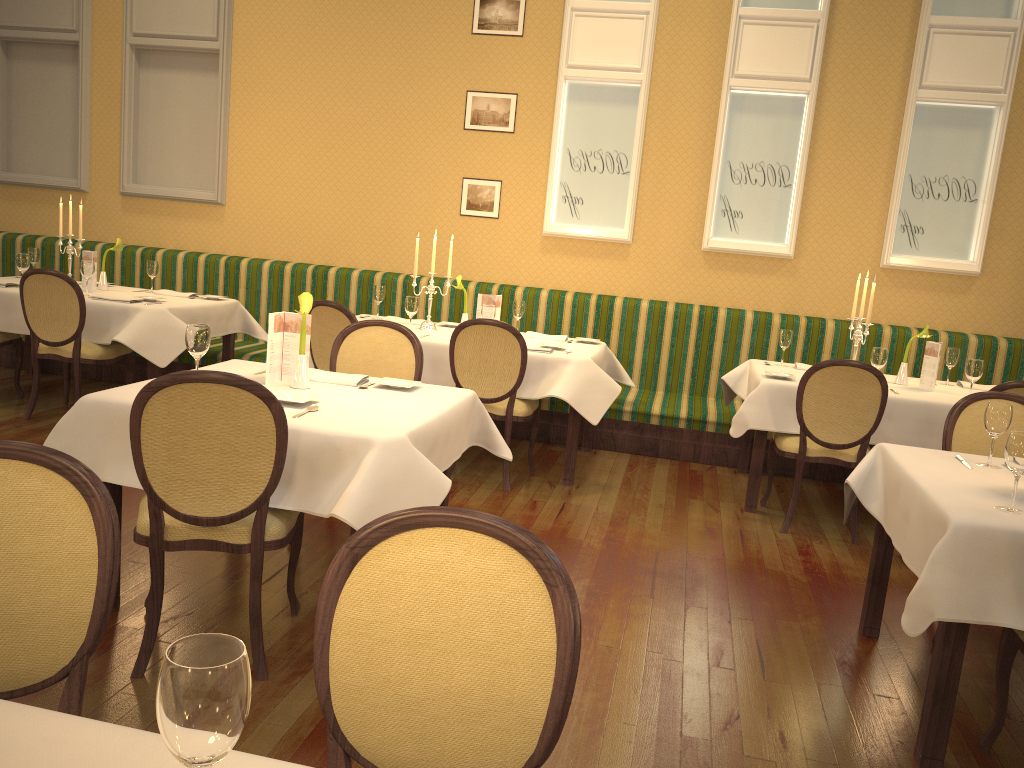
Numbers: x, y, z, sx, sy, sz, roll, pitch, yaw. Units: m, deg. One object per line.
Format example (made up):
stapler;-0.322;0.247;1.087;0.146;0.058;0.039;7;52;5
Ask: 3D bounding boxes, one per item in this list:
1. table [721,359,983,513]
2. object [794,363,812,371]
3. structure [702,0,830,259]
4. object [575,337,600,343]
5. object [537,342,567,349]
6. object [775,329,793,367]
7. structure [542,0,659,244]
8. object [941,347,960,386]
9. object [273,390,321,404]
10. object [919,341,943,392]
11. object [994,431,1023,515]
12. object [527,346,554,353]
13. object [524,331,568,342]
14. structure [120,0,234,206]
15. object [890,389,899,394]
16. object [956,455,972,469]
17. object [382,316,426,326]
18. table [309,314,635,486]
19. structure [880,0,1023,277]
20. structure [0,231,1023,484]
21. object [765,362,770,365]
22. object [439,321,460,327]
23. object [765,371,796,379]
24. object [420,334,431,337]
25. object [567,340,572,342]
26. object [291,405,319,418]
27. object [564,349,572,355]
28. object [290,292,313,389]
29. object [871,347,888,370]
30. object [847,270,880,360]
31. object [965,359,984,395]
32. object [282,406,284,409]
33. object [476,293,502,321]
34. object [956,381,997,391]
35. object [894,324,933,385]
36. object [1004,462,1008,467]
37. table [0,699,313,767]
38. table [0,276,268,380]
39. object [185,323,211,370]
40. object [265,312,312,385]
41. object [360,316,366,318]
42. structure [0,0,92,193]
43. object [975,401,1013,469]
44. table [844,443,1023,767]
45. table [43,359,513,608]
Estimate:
table;2.295;0.392;5.195;2.152;0.759;1.385;7;10;11
object;1.907;-0.095;5.516;0.273;0.033;0.142;7;10;11
structure;1.879;-2.424;6.329;0.661;2.985;0.200;7;10;11
object;0.496;-0.282;5.851;0.160;0.024;0.160;7;10;11
object;0.242;-0.225;5.365;0.160;0.024;0.160;7;10;11
object;1.716;-0.228;5.591;0.088;0.229;0.088;0;11;-31
structure;0.713;-2.572;6.550;0.687;2.985;0.200;7;10;11
object;2.671;-0.106;5.406;0.088;0.229;0.088;0;11;-31
object;-0.774;0.054;3.109;0.160;0.024;0.160;7;10;11
object;2.403;-0.103;5.094;0.081;0.277;0.166;10;11;27
object;1.454;0.254;2.547;0.088;0.229;0.088;0;11;-31
object;0.101;-0.210;5.202;0.273;0.024;0.142;7;10;11
object;0.228;-0.314;5.871;0.273;0.033;0.142;7;10;11
structure;-2.688;-3.061;7.184;0.956;3.103;0.200;7;10;11
object;2.107;0.037;4.890;0.017;0.010;0.185;7;10;11
object;1.615;0.278;3.165;0.017;0.010;0.185;7;10;12
object;-0.726;-0.428;6.013;0.273;0.033;0.142;7;10;11
table;-0.337;0.058;5.692;2.152;0.759;1.385;7;10;11
structure;3.117;-2.268;6.096;0.670;2.985;0.200;7;10;11
structure;-2.061;-0.457;7.008;14.516;1.031;0.850;7;10;11
object;1.621;-0.134;5.630;0.038;0.015;0.181;7;10;12
object;-0.414;-0.401;6.041;0.160;0.024;0.160;7;10;11
object;1.508;-0.043;4.993;0.160;0.024;0.160;7;10;11
object;-0.525;-0.296;5.388;0.017;0.010;0.185;7;10;11
object;0.387;-0.285;5.826;0.038;0.015;0.181;7;10;12
object;-0.691;0.091;2.958;0.038;0.015;0.181;7;10;12
object;0.325;-0.188;5.214;0.038;0.015;0.181;7;10;12
object;-0.784;-0.162;3.323;0.076;0.375;0.163;3;10;-12
object;2.018;-0.084;4.899;0.088;0.229;0.088;0;11;-31
object;2.043;-0.347;5.213;0.131;0.655;0.390;8;10;16
object;2.464;-0.016;4.746;0.088;0.229;0.088;0;11;-31
object;-0.914;0.069;2.945;0.273;0.024;0.142;7;10;11
object;-0.132;-0.421;5.561;0.166;0.277;0.081;1;11;-27
object;2.860;0.019;5.373;0.273;0.033;0.142;7;10;11
object;2.361;-0.178;5.215;0.163;0.375;0.076;5;9;-2
object;1.897;0.306;3.107;0.273;0.033;0.142;7;10;11
table;-0.680;0.865;0.658;2.152;0.759;1.385;7;10;11
table;-2.974;-0.275;6.190;2.152;0.759;1.385;7;10;11
object;-1.134;-0.100;3.196;0.088;0.229;0.088;-2;12;-37
object;-0.878;-0.138;3.435;0.166;0.277;0.081;-1;11;-32
object;-1.011;-0.468;6.127;0.038;0.015;0.181;7;10;12
structure;-3.927;-3.218;7.418;0.956;3.103;0.200;7;10;11
object;1.709;0.180;3.139;0.088;0.229;0.088;0;11;-31
table;1.806;0.736;2.853;1.395;0.759;1.389;7;10;12
table;-0.825;0.403;3.350;1.395;0.759;1.389;7;10;12
